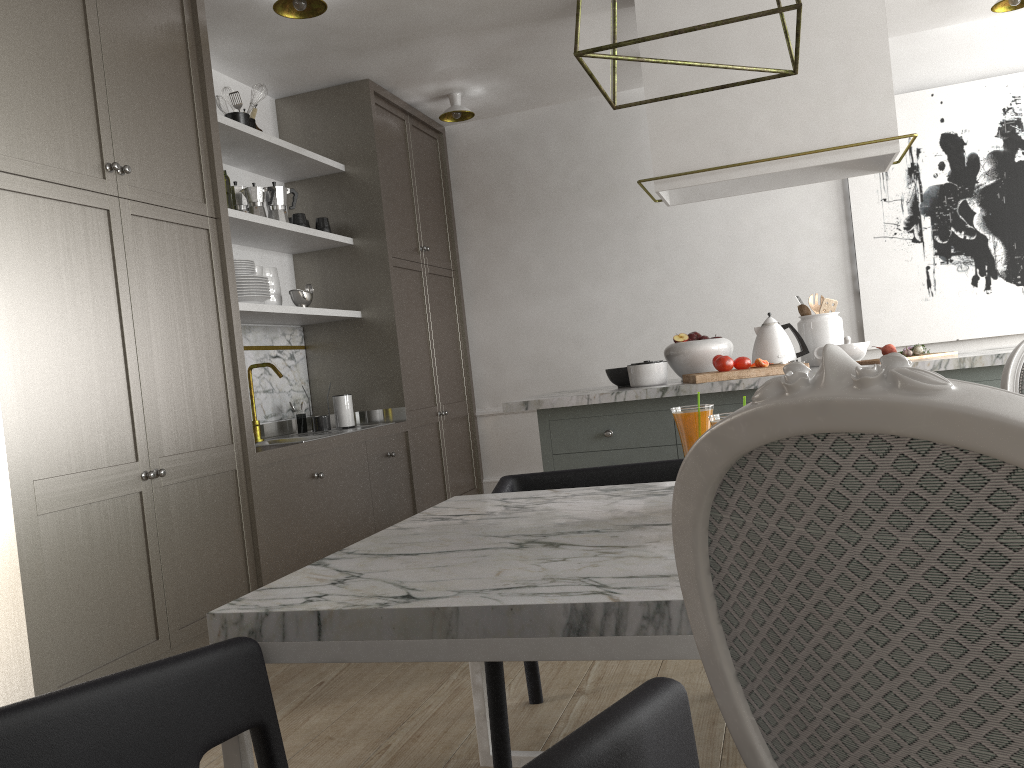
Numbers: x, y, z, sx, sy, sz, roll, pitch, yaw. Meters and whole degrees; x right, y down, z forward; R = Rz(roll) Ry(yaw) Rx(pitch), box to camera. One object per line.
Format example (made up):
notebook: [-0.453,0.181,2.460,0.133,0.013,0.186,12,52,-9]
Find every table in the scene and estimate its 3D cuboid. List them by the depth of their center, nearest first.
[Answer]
table: [0.628,0.463,1.250,1.781,0.583,0.870,-6,1,17]

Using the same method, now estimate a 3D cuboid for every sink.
sink: [-0.914,0.317,3.997,0.475,0.174,0.877,-6,1,17]

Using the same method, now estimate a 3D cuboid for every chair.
chair: [0.403,0.370,0.606,0.505,0.833,0.480,-7,1,-41]
chair: [-0.178,0.557,0.731,0.569,0.597,0.609,-6,1,32]
chair: [1.246,0.260,1.807,0.480,0.833,0.505,-6,1,14]
chair: [0.258,0.493,1.916,0.569,0.597,0.609,-6,1,7]

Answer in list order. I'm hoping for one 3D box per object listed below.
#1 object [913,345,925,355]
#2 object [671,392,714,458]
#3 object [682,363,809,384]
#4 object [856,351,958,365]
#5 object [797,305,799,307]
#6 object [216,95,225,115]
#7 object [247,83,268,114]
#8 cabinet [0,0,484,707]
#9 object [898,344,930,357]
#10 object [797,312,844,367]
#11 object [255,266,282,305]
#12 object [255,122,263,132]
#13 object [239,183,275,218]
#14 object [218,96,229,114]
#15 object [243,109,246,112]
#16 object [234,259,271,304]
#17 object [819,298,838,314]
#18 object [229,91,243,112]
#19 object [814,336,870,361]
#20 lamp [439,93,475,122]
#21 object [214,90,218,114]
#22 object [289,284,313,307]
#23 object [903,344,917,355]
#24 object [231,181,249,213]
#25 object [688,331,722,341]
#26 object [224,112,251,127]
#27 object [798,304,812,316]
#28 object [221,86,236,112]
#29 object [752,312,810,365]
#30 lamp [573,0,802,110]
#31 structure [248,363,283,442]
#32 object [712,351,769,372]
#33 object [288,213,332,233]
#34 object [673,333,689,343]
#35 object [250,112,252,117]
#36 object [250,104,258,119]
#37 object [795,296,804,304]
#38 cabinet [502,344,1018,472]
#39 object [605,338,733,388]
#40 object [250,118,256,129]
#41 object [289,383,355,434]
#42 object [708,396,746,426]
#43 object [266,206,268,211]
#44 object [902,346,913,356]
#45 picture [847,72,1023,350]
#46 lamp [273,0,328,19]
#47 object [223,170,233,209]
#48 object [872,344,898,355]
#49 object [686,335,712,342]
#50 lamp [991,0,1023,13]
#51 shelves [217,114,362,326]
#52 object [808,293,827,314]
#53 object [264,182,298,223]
object: [1.464,-0.121,3.200,0.035,0.036,0.037,-6,1,5]
object: [0.305,0.106,1.466,0.071,0.188,0.071,-6,1,38]
object: [0.852,-0.040,3.270,0.400,0.030,0.290,-6,1,2]
object: [1.418,-0.093,3.249,0.330,0.012,0.220,-6,1,-13]
object: [1.228,-0.202,3.633,0.118,0.250,0.033,-7,1,-33]
object: [-1.251,-1.161,3.890,0.059,0.199,0.098,-6,1,36]
object: [-1.144,-1.265,3.969,0.070,0.187,0.135,-6,1,20]
cabinet: [-1.521,-0.222,2.992,0.947,2.377,5.433,-6,1,17]
object: [1.409,-0.112,3.212,0.224,0.058,0.116,-7,1,-37]
object: [1.258,-0.180,3.606,0.174,0.208,0.174,-6,1,35]
object: [-1.170,-0.427,4.066,0.149,0.216,0.309,-6,1,10]
object: [-1.188,-1.158,4.127,0.038,0.183,0.092,-6,1,27]
object: [-1.089,-0.782,3.805,0.138,0.167,0.087,-6,1,13]
object: [-1.265,-1.201,3.917,0.085,0.148,0.050,-6,1,-11]
object: [-1.217,-1.164,4.041,0.023,0.202,0.079,-6,1,-3]
object: [-1.171,-0.412,3.712,0.300,0.195,0.306,-6,1,13]
object: [1.238,-0.208,3.561,0.149,0.262,0.054,-6,1,32]
object: [-1.176,-1.166,3.858,0.039,0.185,0.132,-6,1,8]
object: [1.283,-0.130,3.429,0.172,0.110,0.159,-7,1,-28]
lamp: [-0.307,-1.515,4.841,0.197,0.130,0.197,-6,1,22]
object: [-1.347,-1.208,3.802,0.074,0.327,0.183,-6,1,26]
object: [-0.982,-0.408,4.167,0.102,0.135,0.210,-6,1,9]
object: [1.488,-0.126,3.308,0.057,0.039,0.049,-6,1,14]
object: [-1.203,-0.794,3.937,0.175,0.212,0.111,-7,1,-37]
object: [0.783,-0.172,3.593,0.167,0.091,0.071,-6,1,42]
object: [-1.201,-1.120,3.895,0.108,0.118,0.108,-6,1,8]
object: [1.231,-0.203,3.584,0.117,0.251,0.061,-6,1,-3]
object: [-1.213,-1.206,3.835,0.050,0.148,0.085,-6,1,19]
object: [1.044,-0.168,3.520,0.178,0.236,0.204,-7,1,-36]
lamp: [0.215,-1.032,1.336,0.584,1.108,0.584,-6,1,32]
structure: [-1.120,0.083,3.893,0.195,0.347,0.167,-6,1,25]
object: [0.838,-0.090,3.256,0.194,0.079,0.135,-6,1,6]
object: [-1.015,-0.763,4.334,0.173,0.098,0.264,-6,1,26]
object: [0.672,-0.180,3.534,0.061,0.048,0.054,-7,1,-19]
object: [-1.200,-1.174,4.046,0.016,0.191,0.106,-6,1,27]
object: [-1.183,-1.169,4.014,0.083,0.201,0.023,-7,1,-18]
object: [1.246,-0.224,3.613,0.141,0.290,0.064,-6,1,31]
cabinet: [1.250,0.292,3.428,2.360,0.721,0.870,-6,1,17]
object: [0.639,-0.084,3.590,0.491,0.156,0.364,-6,1,-6]
object: [-1.210,-1.126,4.007,0.112,0.128,0.112,-6,1,1]
object: [-0.912,0.110,4.292,0.307,0.229,0.144,-7,1,-30]
object: [0.309,0.110,1.202,0.071,0.188,0.071,-6,1,38]
object: [-1.111,-0.785,4.163,0.138,0.167,0.087,-6,1,41]
object: [1.425,-0.118,3.196,0.033,0.037,0.034,-6,1,-5]
picture: [2.566,-0.915,4.538,1.545,1.315,0.039,-6,1,17]
lamp: [-0.785,-1.441,3.266,0.197,0.130,0.197,-7,1,-38]
object: [-1.225,-0.825,3.745,0.089,0.282,0.082,-6,1,12]
object: [1.389,-0.122,3.293,0.050,0.051,0.090,-7,1,-20]
object: [0.740,-0.155,3.557,0.154,0.074,0.135,-6,1,13]
lamp: [2.287,-1.789,4.040,0.197,0.130,0.197,-6,1,2]
shelves: [-1.167,-0.675,3.906,0.352,0.775,1.339,-6,1,17]
object: [1.261,-0.228,3.656,0.056,0.296,0.131,-6,1,37]
object: [-1.053,-0.812,4.018,0.175,0.212,0.111,-6,1,-12]
